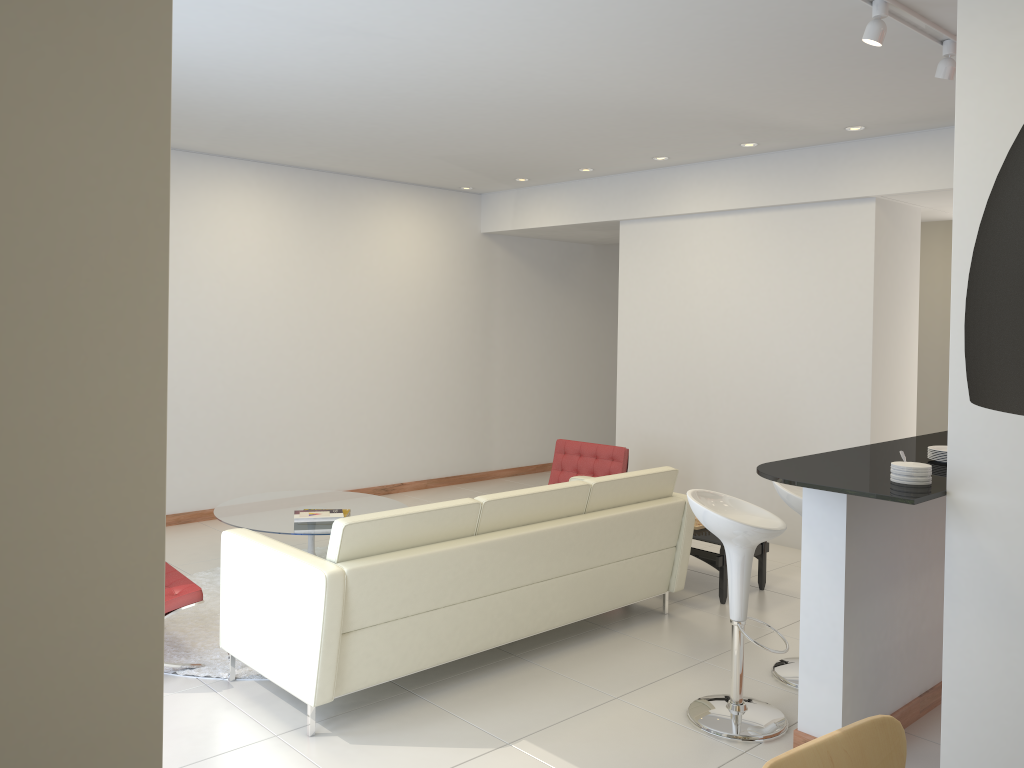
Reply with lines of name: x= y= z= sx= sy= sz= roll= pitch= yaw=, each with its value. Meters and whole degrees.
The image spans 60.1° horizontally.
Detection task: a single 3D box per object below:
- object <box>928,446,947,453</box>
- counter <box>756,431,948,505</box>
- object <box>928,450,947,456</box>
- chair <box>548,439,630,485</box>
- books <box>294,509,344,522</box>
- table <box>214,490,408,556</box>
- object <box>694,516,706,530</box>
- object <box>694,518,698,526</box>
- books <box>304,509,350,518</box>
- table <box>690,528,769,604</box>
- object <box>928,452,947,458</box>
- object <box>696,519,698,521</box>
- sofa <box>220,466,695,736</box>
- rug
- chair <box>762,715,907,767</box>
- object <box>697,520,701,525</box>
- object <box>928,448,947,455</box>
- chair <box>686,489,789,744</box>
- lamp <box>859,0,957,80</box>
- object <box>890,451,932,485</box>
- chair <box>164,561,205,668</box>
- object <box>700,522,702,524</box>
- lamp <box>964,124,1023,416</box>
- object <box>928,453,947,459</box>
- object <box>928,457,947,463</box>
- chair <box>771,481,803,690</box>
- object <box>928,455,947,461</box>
object: x=1.901 y=0.287 z=3.802 sx=0.210 sy=0.015 sz=0.211 roll=1 pitch=4 yaw=1
counter: x=2.173 y=0.319 z=4.220 sx=2.965 sy=0.019 sz=0.737 roll=-3 pitch=5 yaw=-43
object: x=1.901 y=0.301 z=3.802 sx=0.210 sy=0.015 sz=0.211 roll=1 pitch=4 yaw=1
chair: x=0.456 y=0.894 z=6.962 sx=0.701 sy=0.816 sz=0.707 roll=3 pitch=3 yaw=42
books: x=-1.311 y=0.891 z=6.005 sx=0.323 sy=0.026 sz=0.256 roll=0 pitch=4 yaw=-13
table: x=-1.434 y=1.106 z=6.375 sx=1.321 sy=0.404 sz=1.539 roll=-3 pitch=5 yaw=-44
object: x=1.237 y=0.942 z=6.130 sx=0.360 sy=0.021 sz=0.361 roll=-3 pitch=5 yaw=-43
object: x=1.230 y=0.924 z=5.932 sx=0.030 sy=0.044 sz=0.030 roll=0 pitch=2 yaw=-35
books: x=-1.301 y=0.908 z=6.150 sx=0.323 sy=0.026 sz=0.256 roll=1 pitch=4 yaw=-3
table: x=1.253 y=1.165 z=6.103 sx=0.701 sy=0.422 sz=0.918 roll=-2 pitch=4 yaw=-43
object: x=1.901 y=0.308 z=3.802 sx=0.210 sy=0.015 sz=0.211 roll=1 pitch=4 yaw=1
object: x=1.262 y=0.916 z=6.015 sx=0.030 sy=0.049 sz=0.030 roll=0 pitch=2 yaw=-35
sofa: x=-0.163 y=0.972 z=4.853 sx=2.566 sy=0.921 sz=1.002 roll=-2 pitch=4 yaw=-43
rug: x=-0.901 y=1.357 z=5.784 sx=3.329 sy=0.004 sz=2.447 roll=-3 pitch=5 yaw=-42
chair: x=0.777 y=1.226 z=1.730 sx=0.521 sy=0.906 sz=0.516 roll=0 pitch=2 yaw=-36
object: x=1.260 y=0.918 z=5.959 sx=0.030 sy=0.052 sz=0.030 roll=2 pitch=2 yaw=40
object: x=1.901 y=0.294 z=3.802 sx=0.210 sy=0.015 sz=0.211 roll=1 pitch=4 yaw=1
chair: x=1.014 y=1.012 z=3.995 sx=0.465 sy=1.020 sz=0.457 roll=2 pitch=1 yaw=33
lamp: x=2.145 y=-1.586 z=4.354 sx=1.823 sy=0.199 sz=0.112 roll=-3 pitch=4 yaw=-43
object: x=1.494 y=0.313 z=3.303 sx=0.140 sy=0.097 sz=0.173 roll=3 pitch=4 yaw=40
chair: x=-2.042 y=1.020 z=4.534 sx=0.706 sy=0.816 sz=0.701 roll=-1 pitch=3 yaw=-38
object: x=1.289 y=0.916 z=5.986 sx=0.030 sy=0.055 sz=0.030 roll=0 pitch=2 yaw=-35
lamp: x=0.752 y=-0.714 z=0.788 sx=0.594 sy=1.492 sz=0.595 roll=0 pitch=1 yaw=-41
object: x=1.901 y=0.315 z=3.803 sx=0.210 sy=0.015 sz=0.211 roll=1 pitch=4 yaw=1
object: x=1.901 y=0.329 z=3.803 sx=0.210 sy=0.015 sz=0.211 roll=1 pitch=4 yaw=1
chair: x=1.549 y=0.987 z=4.496 sx=0.457 sy=1.020 sz=0.465 roll=0 pitch=1 yaw=-32
object: x=1.901 y=0.322 z=3.803 sx=0.210 sy=0.015 sz=0.211 roll=1 pitch=4 yaw=1
